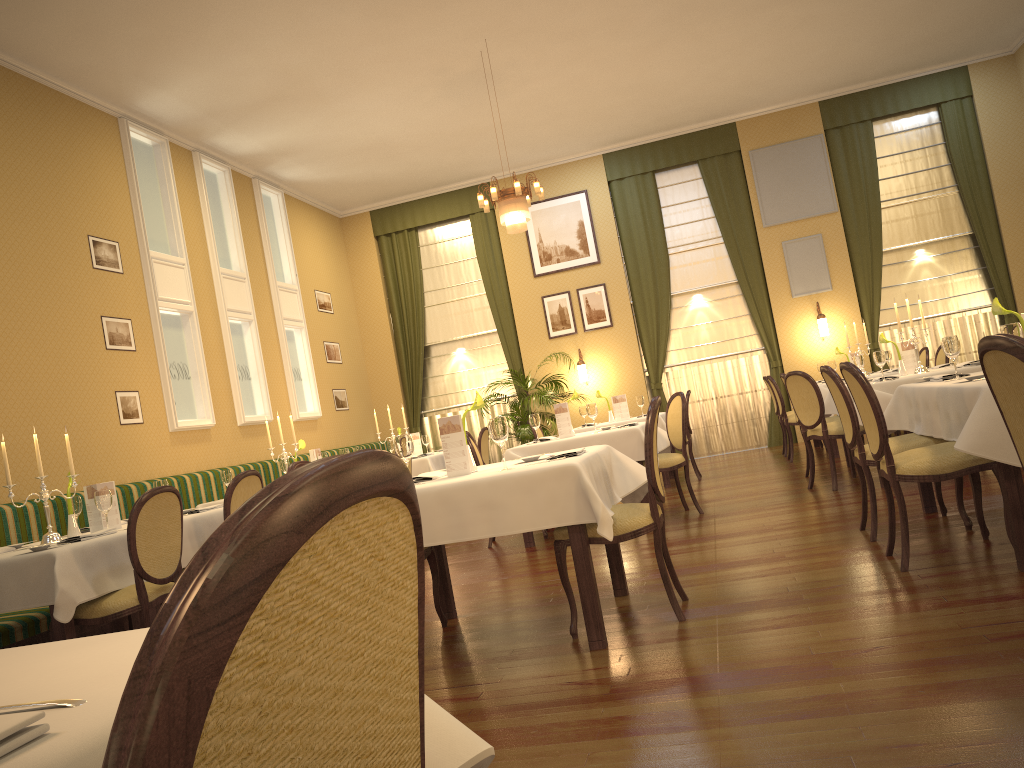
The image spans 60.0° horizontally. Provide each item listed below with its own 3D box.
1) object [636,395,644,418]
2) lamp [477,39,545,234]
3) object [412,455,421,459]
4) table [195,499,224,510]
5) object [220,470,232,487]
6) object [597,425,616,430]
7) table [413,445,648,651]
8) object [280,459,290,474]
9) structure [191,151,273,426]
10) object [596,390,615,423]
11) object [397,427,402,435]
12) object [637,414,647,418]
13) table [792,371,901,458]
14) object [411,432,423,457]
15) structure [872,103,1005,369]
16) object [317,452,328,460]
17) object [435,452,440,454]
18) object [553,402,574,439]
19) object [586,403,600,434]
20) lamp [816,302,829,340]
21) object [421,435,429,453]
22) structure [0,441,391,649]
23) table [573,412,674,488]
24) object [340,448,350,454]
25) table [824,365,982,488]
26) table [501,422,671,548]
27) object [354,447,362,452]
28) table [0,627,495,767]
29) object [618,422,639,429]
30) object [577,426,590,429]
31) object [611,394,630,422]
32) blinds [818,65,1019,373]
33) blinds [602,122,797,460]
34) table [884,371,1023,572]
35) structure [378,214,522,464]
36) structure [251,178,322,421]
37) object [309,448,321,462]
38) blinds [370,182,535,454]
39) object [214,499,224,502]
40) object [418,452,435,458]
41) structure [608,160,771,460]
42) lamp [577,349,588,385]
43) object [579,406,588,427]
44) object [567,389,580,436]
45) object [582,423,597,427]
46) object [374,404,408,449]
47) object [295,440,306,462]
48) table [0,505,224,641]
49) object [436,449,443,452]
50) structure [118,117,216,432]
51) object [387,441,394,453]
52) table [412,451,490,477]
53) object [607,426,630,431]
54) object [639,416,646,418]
[{"bbox_3d":[1.365,0.239,9.356,0.088,0.229,0.088,-9,-3,-30],"label":"object"},{"bbox_3d":[-0.110,-2.308,8.316,0.593,1.796,0.593,-11,-2,10],"label":"lamp"},{"bbox_3d":[-1.036,0.785,9.450,0.160,0.024,0.160,-11,-2,12],"label":"object"},{"bbox_3d":[-1.668,1.215,7.629,1.385,0.759,2.152,-11,-2,13],"label":"table"},{"bbox_3d":[-2.254,0.797,7.030,0.088,0.229,0.088,-9,-3,-30],"label":"object"},{"bbox_3d":[0.758,0.359,7.135,0.160,0.024,0.160,-11,-2,12],"label":"object"},{"bbox_3d":[-0.019,0.764,4.139,1.389,0.759,1.395,-11,-2,14],"label":"table"},{"bbox_3d":[-2.034,0.798,7.985,0.088,0.229,0.088,-9,-3,-35],"label":"object"},{"bbox_3d":[-3.100,-1.019,9.736,0.200,2.985,0.661,-11,-2,12],"label":"structure"},{"bbox_3d":[1.028,0.243,9.757,0.163,0.375,0.076,-12,-3,34],"label":"object"},{"bbox_3d":[-1.287,0.688,10.301,0.076,0.375,0.163,-10,-2,-1],"label":"object"},{"bbox_3d":[1.448,0.345,9.707,0.142,0.024,0.273,-11,-2,12],"label":"object"},{"bbox_3d":[3.927,0.291,9.821,1.385,0.759,2.152,-11,-2,13],"label":"table"},{"bbox_3d":[-1.148,0.716,10.343,0.166,0.277,0.081,-12,-3,29],"label":"object"},{"bbox_3d":[5.365,-1.801,11.643,1.898,4.511,0.137,-11,-2,12],"label":"structure"},{"bbox_3d":[-1.553,0.682,7.322,0.088,0.229,0.088,-9,-3,-30],"label":"object"},{"bbox_3d":[-0.910,0.794,10.050,0.185,0.010,0.017,-11,-2,13],"label":"object"},{"bbox_3d":[0.386,0.294,7.029,0.081,0.277,0.166,-9,-3,-31],"label":"object"},{"bbox_3d":[0.622,0.263,6.770,0.088,0.229,0.088,-9,-3,-35],"label":"object"},{"bbox_3d":[4.022,-0.823,11.606,0.114,0.513,0.323,-10,-2,2],"label":"lamp"},{"bbox_3d":[-0.959,0.687,9.956,0.088,0.229,0.088,-9,-3,-30],"label":"object"},{"bbox_3d":[-3.089,1.267,5.912,0.850,1.031,14.516,-11,-2,12],"label":"structure"},{"bbox_3d":[1.243,0.776,9.738,1.389,0.759,1.395,-11,-2,14],"label":"table"},{"bbox_3d":[-1.457,0.685,7.789,0.088,0.229,0.088,-9,-3,-30],"label":"object"},{"bbox_3d":[3.339,0.286,7.213,1.385,0.759,2.152,-11,-2,13],"label":"table"},{"bbox_3d":[0.650,0.770,7.106,1.389,0.759,1.395,-11,-2,14],"label":"table"},{"bbox_3d":[-1.661,0.802,9.663,0.088,0.229,0.088,-9,-3,-30],"label":"object"},{"bbox_3d":[-0.775,0.758,0.782,1.389,0.759,1.395,-11,-2,14],"label":"table"},{"bbox_3d":[0.917,0.325,6.992,0.142,0.024,0.273,-11,-2,12],"label":"object"},{"bbox_3d":[0.793,0.462,9.532,0.185,0.010,0.017,-11,-2,14],"label":"object"},{"bbox_3d":[1.164,0.262,9.577,0.166,0.277,0.081,-11,-3,19],"label":"object"},{"bbox_3d":[5.344,-1.815,11.525,1.876,4.537,0.129,-11,-2,12],"label":"blinds"},{"bbox_3d":[2.546,-1.279,12.155,1.878,4.537,0.129,-11,-2,12],"label":"blinds"},{"bbox_3d":[2.682,0.280,4.295,1.385,0.759,2.152,-11,-2,13],"label":"table"},{"bbox_3d":[-0.790,-0.621,13.032,1.942,4.511,0.123,-11,-2,12],"label":"structure"},{"bbox_3d":[-2.821,-1.017,10.975,0.200,2.985,0.670,-11,-2,12],"label":"structure"},{"bbox_3d":[-1.706,0.708,7.807,0.081,0.277,0.166,-9,-3,-26],"label":"object"},{"bbox_3d":[-0.816,-0.634,12.921,1.934,4.537,0.225,-11,-2,12],"label":"blinds"},{"bbox_3d":[-2.259,0.903,6.940,0.181,0.015,0.038,-11,-2,14],"label":"object"},{"bbox_3d":[-0.961,0.782,9.762,0.142,0.033,0.273,-11,-2,12],"label":"object"},{"bbox_3d":[2.567,-1.265,12.271,1.900,4.511,0.134,-11,-2,12],"label":"structure"},{"bbox_3d":[0.958,-0.236,12.295,0.114,0.513,0.323,-10,-2,2],"label":"lamp"},{"bbox_3d":[0.784,0.356,9.620,0.088,0.229,0.088,-9,-3,-30],"label":"object"},{"bbox_3d":[0.483,0.229,7.119,0.163,0.375,0.076,-10,-2,-11],"label":"object"},{"bbox_3d":[0.858,0.453,9.814,0.142,0.033,0.273,-11,-2,12],"label":"object"},{"bbox_3d":[-1.344,0.546,9.975,0.390,0.655,0.131,-11,-3,18],"label":"object"},{"bbox_3d":[-1.825,0.670,7.619,0.163,0.375,0.076,-12,-3,34],"label":"object"},{"bbox_3d":[-2.262,1.209,4.991,1.385,0.759,2.152,-11,-2,13],"label":"table"},{"bbox_3d":[-0.861,0.812,10.820,0.160,0.024,0.160,-11,-2,12],"label":"object"},{"bbox_3d":[-3.363,-1.021,8.569,0.200,2.985,0.687,-11,-2,12],"label":"structure"},{"bbox_3d":[-1.441,0.803,10.619,0.088,0.229,0.088,-9,-3,-30],"label":"object"},{"bbox_3d":[-1.075,1.220,10.262,1.385,0.759,2.152,-11,-2,13],"label":"table"},{"bbox_3d":[0.812,0.341,6.821,0.185,0.010,0.017,-11,-2,13],"label":"object"},{"bbox_3d":[1.405,0.347,9.453,0.185,0.010,0.017,-11,-2,13],"label":"object"}]
